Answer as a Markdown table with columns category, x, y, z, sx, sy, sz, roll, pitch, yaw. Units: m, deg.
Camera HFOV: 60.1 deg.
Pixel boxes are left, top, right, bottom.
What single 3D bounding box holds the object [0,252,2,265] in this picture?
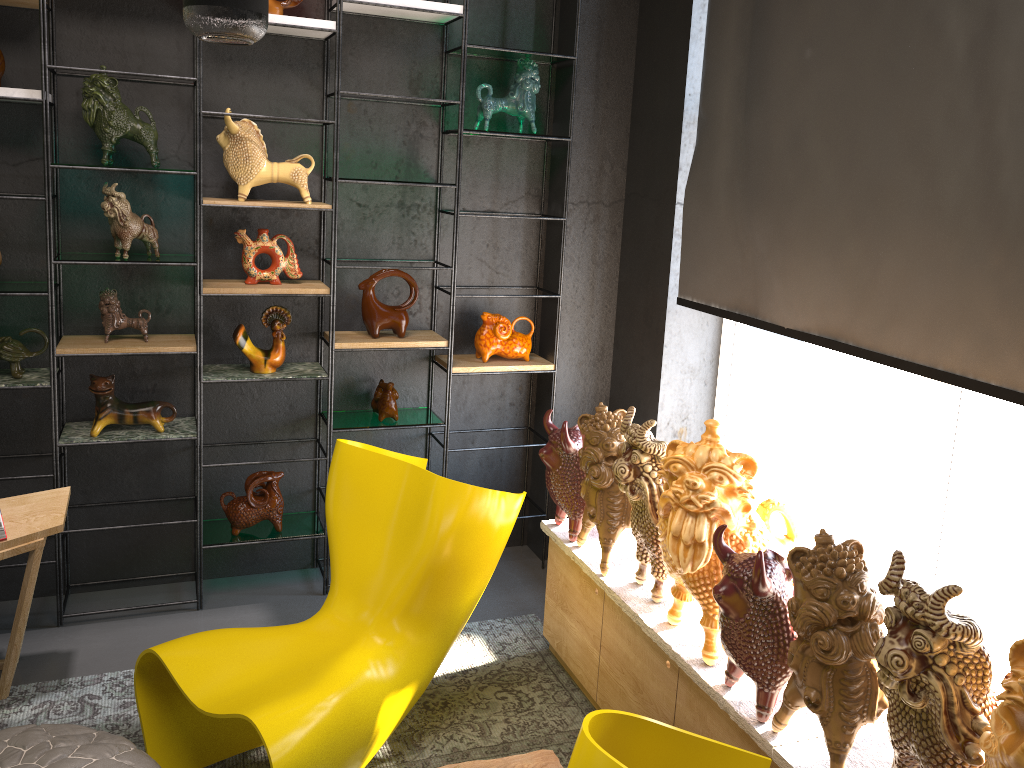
| category | x | y | z | sx | sy | sz | roll | pitch | yaw |
| --- | --- | --- | --- | --- | --- | --- | --- | --- | --- |
| object | -1.933 | -0.452 | 3.138 | 0.213 | 0.217 | 0.120 | -5 | 13 | -37 |

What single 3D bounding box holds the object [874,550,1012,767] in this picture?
| category | x | y | z | sx | sy | sz | roll | pitch | yaw |
| --- | --- | --- | --- | --- | --- | --- | --- | --- | --- |
| object | 0.882 | 0.617 | 1.748 | 0.430 | 0.572 | 0.274 | -3 | 12 | -28 |

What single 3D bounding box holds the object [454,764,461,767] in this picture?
| category | x | y | z | sx | sy | sz | roll | pitch | yaw |
| --- | --- | --- | --- | --- | --- | --- | --- | --- | --- |
| object | -0.220 | 0.975 | 1.865 | 0.520 | 0.134 | 0.355 | -3 | 14 | -26 |

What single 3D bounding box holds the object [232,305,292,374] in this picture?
| category | x | y | z | sx | sy | sz | roll | pitch | yaw |
| --- | --- | --- | --- | --- | --- | --- | --- | --- | --- |
| object | -1.002 | -0.183 | 3.556 | 0.227 | 0.267 | 0.125 | -1 | 11 | -21 |

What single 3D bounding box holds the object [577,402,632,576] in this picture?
| category | x | y | z | sx | sy | sz | roll | pitch | yaw |
| --- | --- | --- | --- | --- | --- | --- | --- | --- | --- |
| object | 0.446 | 0.335 | 2.948 | 0.475 | 0.539 | 0.252 | 1 | 11 | -14 |

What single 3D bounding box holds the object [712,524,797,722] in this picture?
| category | x | y | z | sx | sy | sz | roll | pitch | yaw |
| --- | --- | --- | --- | --- | --- | --- | --- | --- | --- |
| object | 0.695 | 0.572 | 2.180 | 0.462 | 0.435 | 0.222 | 0 | 11 | -17 |

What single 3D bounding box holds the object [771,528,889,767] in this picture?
| category | x | y | z | sx | sy | sz | roll | pitch | yaw |
| --- | --- | --- | --- | --- | --- | --- | --- | --- | --- |
| object | 0.830 | 0.590 | 1.965 | 0.475 | 0.539 | 0.252 | 1 | 11 | -14 |

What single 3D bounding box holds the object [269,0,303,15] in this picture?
| category | x | y | z | sx | sy | sz | roll | pitch | yaw |
| --- | --- | --- | --- | --- | --- | --- | --- | --- | --- |
| object | -0.903 | -1.492 | 3.353 | 0.233 | 0.207 | 0.108 | 2 | 10 | -5 |

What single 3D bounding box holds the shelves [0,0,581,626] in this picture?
| category | x | y | z | sx | sy | sz | roll | pitch | yaw |
| --- | --- | --- | --- | --- | --- | --- | --- | --- | --- |
| shelves | -1.184 | -1.034 | 3.338 | 2.994 | 3.861 | 0.278 | -1 | 10 | -21 |

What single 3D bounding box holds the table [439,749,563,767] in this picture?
| category | x | y | z | sx | sy | sz | roll | pitch | yaw |
| --- | --- | --- | --- | --- | --- | --- | --- | --- | --- |
| table | -0.171 | 1.196 | 1.897 | 0.829 | 0.305 | 0.703 | -2 | 14 | -21 |

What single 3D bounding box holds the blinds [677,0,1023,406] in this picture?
| category | x | y | z | sx | sy | sz | roll | pitch | yaw |
| --- | --- | --- | --- | --- | --- | --- | --- | --- | --- |
| blinds | -0.256 | -1.575 | 4.701 | 3.522 | 3.266 | 12.890 | 3 | 13 | -1 |

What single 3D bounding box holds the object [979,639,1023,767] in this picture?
| category | x | y | z | sx | sy | sz | roll | pitch | yaw |
| --- | --- | --- | --- | --- | --- | --- | --- | --- | --- |
| object | 0.988 | 0.659 | 1.445 | 0.469 | 0.647 | 0.311 | 0 | 11 | -17 |

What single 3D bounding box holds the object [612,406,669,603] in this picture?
| category | x | y | z | sx | sy | sz | roll | pitch | yaw |
| --- | --- | --- | --- | --- | --- | --- | --- | --- | --- |
| object | 0.498 | 0.362 | 2.731 | 0.430 | 0.572 | 0.274 | -3 | 12 | -28 |

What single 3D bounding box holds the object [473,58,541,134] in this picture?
| category | x | y | z | sx | sy | sz | roll | pitch | yaw |
| --- | --- | --- | --- | --- | --- | --- | --- | --- | --- |
| object | -0.015 | -1.233 | 3.763 | 0.290 | 0.328 | 0.153 | -3 | 12 | -29 |

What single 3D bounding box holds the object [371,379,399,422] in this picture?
| category | x | y | z | sx | sy | sz | roll | pitch | yaw |
| --- | --- | --- | --- | --- | --- | --- | --- | --- | --- |
| object | -0.548 | 0.060 | 3.810 | 0.105 | 0.166 | 0.213 | -1 | 13 | -22 |

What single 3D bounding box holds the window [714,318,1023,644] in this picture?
| category | x | y | z | sx | sy | sz | roll | pitch | yaw |
| --- | --- | --- | --- | --- | --- | --- | --- | --- | --- |
| window | 1.385 | -0.886 | 2.589 | 0.051 | 3.128 | 2.338 | 0 | 11 | -21 |

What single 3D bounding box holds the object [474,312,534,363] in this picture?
| category | x | y | z | sx | sy | sz | roll | pitch | yaw |
| --- | --- | --- | --- | --- | --- | --- | --- | --- | --- |
| object | -0.031 | -0.212 | 3.938 | 0.278 | 0.219 | 0.140 | -1 | 12 | -21 |

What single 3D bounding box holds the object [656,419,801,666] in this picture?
| category | x | y | z | sx | sy | sz | roll | pitch | yaw |
| --- | --- | --- | --- | --- | --- | --- | --- | --- | --- |
| object | 0.603 | 0.404 | 2.427 | 0.469 | 0.647 | 0.311 | 0 | 11 | -17 |

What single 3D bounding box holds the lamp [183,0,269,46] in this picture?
| category | x | y | z | sx | sy | sz | roll | pitch | yaw |
| --- | --- | --- | --- | --- | --- | --- | --- | --- | --- |
| lamp | -1.314 | -1.569 | 0.696 | 2.684 | 2.245 | 2.873 | 8 | 13 | 22 |

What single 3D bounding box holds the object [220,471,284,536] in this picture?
| category | x | y | z | sx | sy | sz | roll | pitch | yaw |
| --- | --- | --- | --- | --- | --- | --- | --- | --- | --- |
| object | -1.070 | 0.487 | 3.641 | 0.253 | 0.246 | 0.128 | -1 | 11 | -21 |

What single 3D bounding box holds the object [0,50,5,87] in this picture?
| category | x | y | z | sx | sy | sz | roll | pitch | yaw |
| --- | --- | --- | --- | --- | --- | --- | --- | --- | --- |
| object | -1.893 | -1.129 | 3.026 | 0.278 | 0.219 | 0.140 | -2 | 12 | -22 |

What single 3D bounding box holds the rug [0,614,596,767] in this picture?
| category | x | y | z | sx | sy | sz | roll | pitch | yaw |
| --- | --- | --- | --- | --- | --- | --- | --- | --- | --- |
| rug | -0.278 | 1.414 | 1.594 | 2.190 | 0.010 | 3.644 | -2 | 14 | -21 |

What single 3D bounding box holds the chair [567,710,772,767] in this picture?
| category | x | y | z | sx | sy | sz | roll | pitch | yaw |
| --- | --- | --- | --- | --- | --- | --- | --- | --- | --- |
| chair | 0.084 | 1.067 | 1.247 | 1.070 | 0.886 | 0.666 | -3 | 12 | -26 |

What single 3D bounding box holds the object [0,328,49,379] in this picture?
| category | x | y | z | sx | sy | sz | roll | pitch | yaw |
| --- | --- | --- | --- | --- | --- | --- | --- | --- | --- |
| object | -1.919 | -0.125 | 3.192 | 0.193 | 0.218 | 0.405 | 12 | 15 | 37 |

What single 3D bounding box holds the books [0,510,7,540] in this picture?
| category | x | y | z | sx | sy | sz | roll | pitch | yaw |
| --- | --- | --- | --- | --- | --- | --- | --- | --- | --- |
| books | -1.881 | 0.381 | 2.774 | 0.483 | 0.230 | 0.405 | -5 | 15 | -34 |

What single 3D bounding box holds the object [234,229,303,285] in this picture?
| category | x | y | z | sx | sy | sz | roll | pitch | yaw |
| --- | --- | --- | --- | --- | --- | --- | --- | --- | --- |
| object | -0.969 | -0.506 | 3.526 | 0.267 | 0.220 | 0.061 | -1 | 11 | -21 |

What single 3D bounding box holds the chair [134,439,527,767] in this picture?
| category | x | y | z | sx | sy | sz | roll | pitch | yaw |
| --- | --- | --- | --- | --- | --- | --- | --- | --- | --- |
| chair | -0.482 | 0.687 | 2.716 | 0.663 | 0.885 | 1.076 | 12 | 14 | 37 |

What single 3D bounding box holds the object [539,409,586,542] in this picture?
| category | x | y | z | sx | sy | sz | roll | pitch | yaw |
| --- | --- | --- | --- | --- | --- | --- | --- | --- | --- |
| object | 0.311 | 0.317 | 3.163 | 0.462 | 0.435 | 0.222 | 0 | 11 | -17 |

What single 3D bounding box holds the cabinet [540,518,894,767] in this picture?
| category | x | y | z | sx | sy | sz | roll | pitch | yaw |
| --- | --- | --- | --- | --- | --- | --- | --- | --- | --- |
| cabinet | 0.767 | 1.080 | 2.130 | 0.404 | 0.523 | 2.766 | -1 | 14 | -21 |

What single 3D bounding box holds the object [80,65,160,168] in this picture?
| category | x | y | z | sx | sy | sz | roll | pitch | yaw |
| --- | --- | --- | --- | --- | --- | --- | --- | --- | --- |
| object | -1.427 | -0.974 | 3.231 | 0.255 | 0.352 | 0.169 | 0 | 11 | -17 |

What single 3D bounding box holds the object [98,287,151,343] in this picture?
| category | x | y | z | sx | sy | sz | roll | pitch | yaw |
| --- | --- | --- | --- | --- | --- | --- | --- | --- | --- |
| object | -1.475 | -0.262 | 3.372 | 0.183 | 0.208 | 0.097 | -1 | 11 | -19 |

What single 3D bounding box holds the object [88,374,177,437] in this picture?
| category | x | y | z | sx | sy | sz | roll | pitch | yaw |
| --- | --- | --- | --- | --- | --- | --- | --- | --- | --- |
| object | -1.456 | 0.070 | 3.405 | 0.309 | 0.233 | 0.157 | -1 | 11 | -18 |

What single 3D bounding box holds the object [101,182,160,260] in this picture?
| category | x | y | z | sx | sy | sz | roll | pitch | yaw |
| --- | --- | --- | --- | --- | --- | --- | --- | --- | --- |
| object | -1.422 | -0.604 | 3.279 | 0.132 | 0.276 | 0.209 | 8 | 12 | 26 |

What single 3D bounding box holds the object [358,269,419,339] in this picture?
| category | x | y | z | sx | sy | sz | roll | pitch | yaw |
| --- | --- | --- | --- | --- | --- | --- | --- | --- | --- |
| object | -0.525 | -0.341 | 3.718 | 0.249 | 0.287 | 0.116 | -1 | 11 | -21 |

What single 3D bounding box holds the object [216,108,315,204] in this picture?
| category | x | y | z | sx | sy | sz | roll | pitch | yaw |
| --- | --- | --- | --- | --- | --- | --- | --- | --- | --- |
| object | -0.954 | -0.877 | 3.431 | 0.369 | 0.347 | 0.177 | 0 | 11 | -17 |

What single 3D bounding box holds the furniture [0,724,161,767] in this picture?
| category | x | y | z | sx | sy | sz | roll | pitch | yaw |
| --- | --- | --- | --- | --- | --- | --- | --- | --- | --- |
| furniture | -1.147 | 1.069 | 2.016 | 0.679 | 0.378 | 0.688 | -2 | 13 | -21 |

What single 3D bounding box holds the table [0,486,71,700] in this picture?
| category | x | y | z | sx | sy | sz | roll | pitch | yaw |
| --- | --- | --- | --- | --- | --- | --- | --- | --- | --- |
| table | -1.825 | 0.726 | 2.814 | 0.733 | 0.611 | 0.502 | -1 | 12 | -21 |
